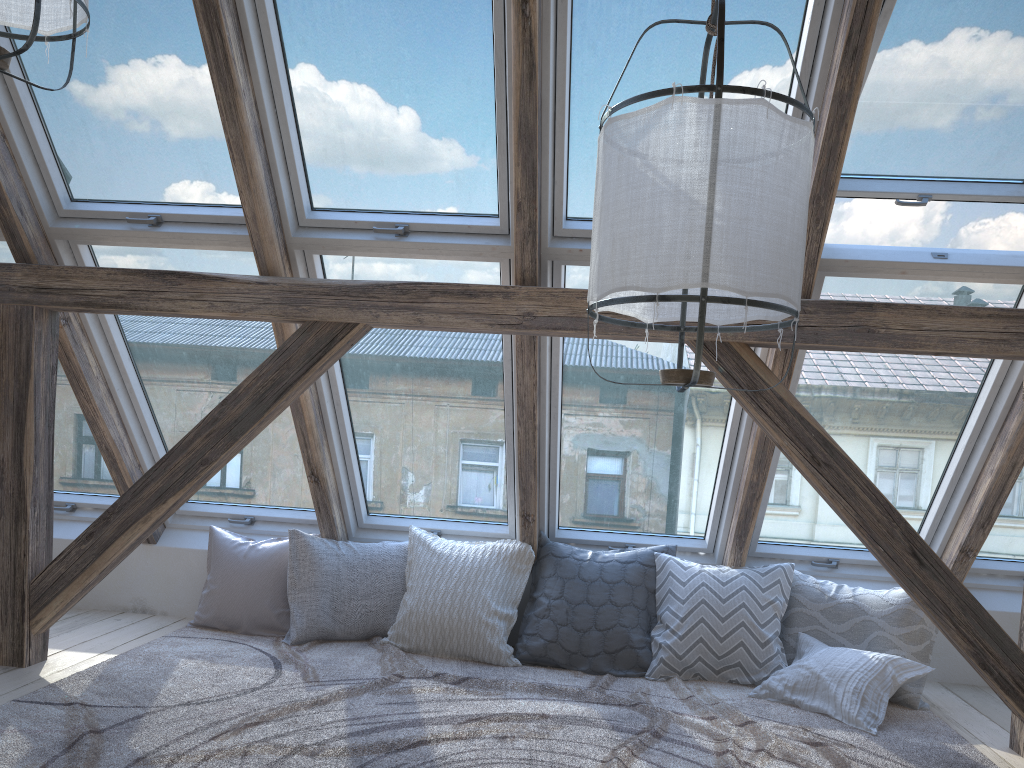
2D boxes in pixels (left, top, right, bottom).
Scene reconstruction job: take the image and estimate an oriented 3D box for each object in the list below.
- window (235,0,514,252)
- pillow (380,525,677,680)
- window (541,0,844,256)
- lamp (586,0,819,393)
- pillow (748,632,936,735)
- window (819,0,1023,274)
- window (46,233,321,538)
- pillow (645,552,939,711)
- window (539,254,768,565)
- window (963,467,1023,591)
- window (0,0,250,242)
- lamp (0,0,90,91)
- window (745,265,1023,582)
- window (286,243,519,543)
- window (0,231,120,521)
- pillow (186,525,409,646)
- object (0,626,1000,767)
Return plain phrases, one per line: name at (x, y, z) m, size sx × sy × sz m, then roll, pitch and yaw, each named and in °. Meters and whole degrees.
window at (-0.401, -1.154, 2.640) m, size 0.855 × 1.282 × 1.094 m, roll 4°, pitch 1°, yaw 6°
pillow at (0.077, 0.936, 3.867) m, size 1.271 × 0.566 × 0.467 m, roll 3°, pitch 1°, yaw 7°
window at (0.512, -1.102, 2.550) m, size 0.855 × 1.282 × 1.094 m, roll 4°, pitch 1°, yaw 6°
lamp at (0.402, -0.938, 1.660) m, size 0.400 × 1.904 × 0.404 m, roll 0°, pitch 5°, yaw -43°
pillow at (1.256, 1.148, 3.395) m, size 0.477 × 0.243 × 0.534 m, roll 5°, pitch -3°, yaw -43°
window at (1.431, -1.048, 2.509) m, size 0.855 × 1.281 × 1.405 m, roll 4°, pitch 0°, yaw 6°
window at (-1.287, 0.055, 3.795) m, size 0.855 × 1.282 × 1.094 m, roll 4°, pitch 1°, yaw 6°
pillow at (1.162, 1.024, 3.718) m, size 1.153 × 0.536 × 0.500 m, roll 3°, pitch 0°, yaw 11°
window at (0.540, 0.158, 3.615) m, size 0.855 × 1.282 × 1.094 m, roll 4°, pitch 1°, yaw 6°
window at (2.367, 0.260, 3.435) m, size 0.855 × 1.282 × 1.094 m, roll 4°, pitch 1°, yaw 6°
window at (-1.315, -1.205, 2.730) m, size 0.855 × 1.282 × 1.094 m, roll 4°, pitch 1°, yaw 6°
lamp at (-1.064, -1.316, 1.789) m, size 0.401 × 1.311 × 0.404 m, roll 3°, pitch 3°, yaw -18°
window at (1.453, 0.209, 3.525) m, size 0.855 × 1.282 × 1.094 m, roll 4°, pitch 1°, yaw 6°
window at (-0.374, 0.107, 3.705) m, size 0.855 × 1.282 × 1.094 m, roll 4°, pitch 1°, yaw 6°
window at (-2.201, 0.004, 3.885) m, size 0.855 × 1.282 × 1.094 m, roll 4°, pitch 1°, yaw 6°
pillow at (-0.909, 0.918, 3.992) m, size 1.133 × 0.527 × 0.433 m, roll 4°, pitch 1°, yaw -2°
object at (-0.021, 1.110, 2.919) m, size 3.183 × 0.056 × 2.189 m, roll 3°, pitch -4°, yaw 6°
